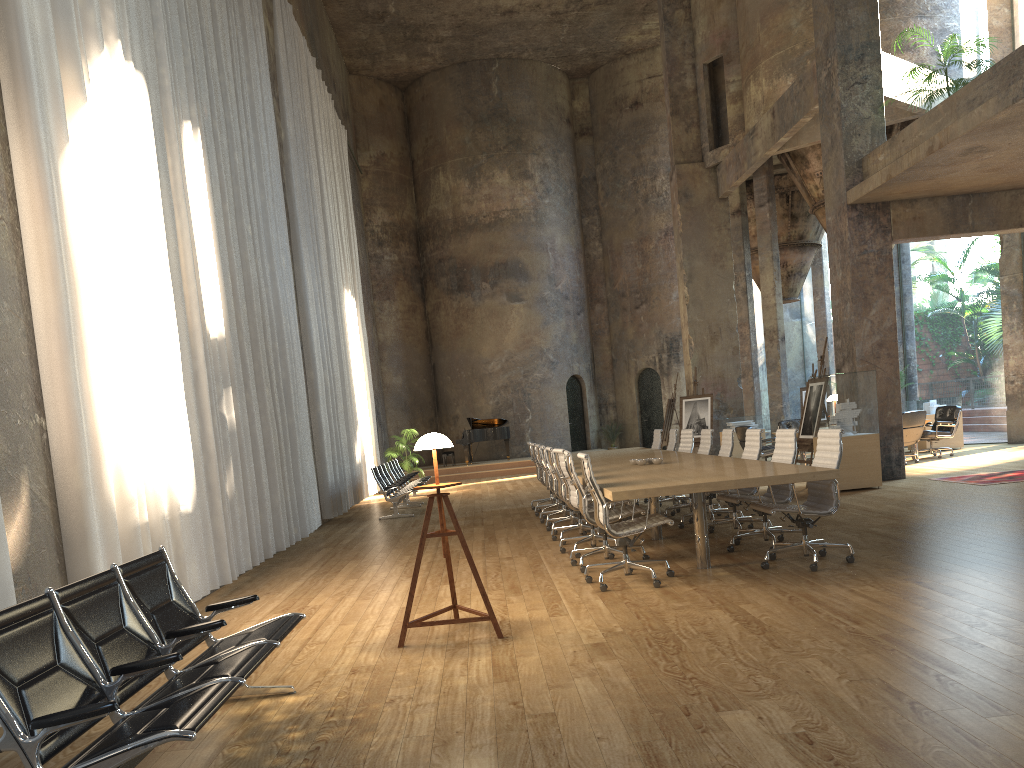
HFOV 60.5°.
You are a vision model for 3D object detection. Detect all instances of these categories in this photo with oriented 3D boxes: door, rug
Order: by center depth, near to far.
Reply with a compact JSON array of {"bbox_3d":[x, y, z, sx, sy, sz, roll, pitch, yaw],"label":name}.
[{"bbox_3d":[6.945,1.154,11.434,2.461,0.009,1.340,-5,-3,-2],"label":"rug"},{"bbox_3d":[1.876,0.878,26.407,0.893,2.316,0.091,-9,6,-44],"label":"door"},{"bbox_3d":[4.244,0.819,26.484,0.905,2.654,0.109,-2,6,40],"label":"door"}]

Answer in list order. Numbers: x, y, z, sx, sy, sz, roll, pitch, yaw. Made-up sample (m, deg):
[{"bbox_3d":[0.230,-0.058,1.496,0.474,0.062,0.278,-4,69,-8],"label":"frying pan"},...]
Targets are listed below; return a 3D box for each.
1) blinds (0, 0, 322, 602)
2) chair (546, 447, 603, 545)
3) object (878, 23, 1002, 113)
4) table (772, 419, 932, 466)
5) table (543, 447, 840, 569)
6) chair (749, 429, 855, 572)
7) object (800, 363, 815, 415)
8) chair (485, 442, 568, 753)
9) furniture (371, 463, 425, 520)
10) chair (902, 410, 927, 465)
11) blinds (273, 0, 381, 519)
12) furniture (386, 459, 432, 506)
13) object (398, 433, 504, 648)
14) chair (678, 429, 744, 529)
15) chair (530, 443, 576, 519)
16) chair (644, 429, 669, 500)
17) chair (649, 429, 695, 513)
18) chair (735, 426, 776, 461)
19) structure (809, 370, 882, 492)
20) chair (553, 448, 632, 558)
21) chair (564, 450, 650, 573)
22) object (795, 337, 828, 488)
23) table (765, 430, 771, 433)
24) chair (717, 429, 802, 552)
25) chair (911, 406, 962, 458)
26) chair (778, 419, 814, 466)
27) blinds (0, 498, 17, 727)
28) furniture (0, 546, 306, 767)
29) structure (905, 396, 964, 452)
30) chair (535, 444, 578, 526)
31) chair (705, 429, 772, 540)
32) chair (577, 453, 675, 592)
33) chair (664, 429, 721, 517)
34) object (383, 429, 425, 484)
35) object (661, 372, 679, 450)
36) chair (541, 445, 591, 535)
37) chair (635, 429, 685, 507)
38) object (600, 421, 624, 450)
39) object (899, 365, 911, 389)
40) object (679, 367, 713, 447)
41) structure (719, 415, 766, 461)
[{"bbox_3d":[-3.111,-2.401,9.003,0.275,8.713,7.782,-6,2,-2],"label":"blinds"},{"bbox_3d":[0.720,1.152,9.370,0.699,1.034,0.660,-5,3,3],"label":"chair"},{"bbox_3d":[5.648,-3.693,11.435,1.403,1.824,1.346,-5,2,4],"label":"object"},{"bbox_3d":[6.005,1.098,15.599,2.408,0.706,1.099,-5,0,-2],"label":"table"},{"bbox_3d":[1.371,1.248,9.958,1.600,0.763,7.681,-5,-3,-2],"label":"table"},{"bbox_3d":[2.217,0.882,6.756,0.699,1.034,0.660,-5,3,4],"label":"chair"},{"bbox_3d":[7.551,0.549,21.878,0.704,2.165,0.676,-3,5,27],"label":"object"},{"bbox_3d":[3.405,1.073,13.028,12.943,1.039,31.369,-5,-3,-2],"label":"chair"},{"bbox_3d":[-1.884,1.759,14.860,0.708,0.847,1.863,-6,-1,-2],"label":"furniture"},{"bbox_3d":[6.530,0.919,14.919,0.724,0.900,0.822,-7,2,-28],"label":"chair"},{"bbox_3d":[-3.446,-1.957,17.615,0.275,8.713,7.782,-6,2,-2],"label":"blinds"},{"bbox_3d":[-1.976,1.882,17.239,0.708,0.847,1.863,-6,-1,-2],"label":"furniture"},{"bbox_3d":[-0.352,0.941,5.454,0.573,1.308,0.650,-3,4,31],"label":"object"},{"bbox_3d":[2.108,1.024,9.511,0.700,1.034,0.660,-5,3,6],"label":"chair"},{"bbox_3d":[0.614,1.291,12.058,0.699,1.034,0.660,-5,3,1],"label":"chair"},{"bbox_3d":[1.935,1.209,13.030,0.699,1.034,0.660,-5,3,3],"label":"chair"},{"bbox_3d":[2.046,1.116,11.318,0.698,1.034,0.661,-6,3,-3],"label":"chair"},{"bbox_3d":[4.450,1.152,15.556,0.819,0.900,0.726,-6,2,-6],"label":"chair"},{"bbox_3d":[4.469,0.641,11.801,0.594,1.560,0.737,-6,4,-2],"label":"structure"},{"bbox_3d":[0.768,1.103,8.441,0.698,1.034,0.661,-6,3,-3],"label":"chair"},{"bbox_3d":[0.801,1.059,7.588,0.700,1.034,0.660,-5,3,6],"label":"chair"},{"bbox_3d":[4.388,0.416,12.666,0.684,2.165,0.695,-6,4,-3],"label":"object"},{"bbox_3d":[5.595,1.511,21.796,1.870,0.551,0.937,-5,-1,-2],"label":"table"},{"bbox_3d":[2.183,0.930,7.701,0.699,1.034,0.660,-5,3,1],"label":"chair"},{"bbox_3d":[7.478,0.861,15.633,0.819,0.900,0.726,-6,2,-8],"label":"chair"},{"bbox_3d":[5.366,1.100,16.332,0.730,0.900,0.815,-5,1,5],"label":"chair"},{"bbox_3d":[-2.774,-2.847,0.365,0.275,8.713,7.785,-6,2,-4],"label":"blinds"},{"bbox_3d":[-1.393,1.177,3.679,0.708,0.847,1.863,-6,-1,-2],"label":"furniture"},{"bbox_3d":[8.301,0.798,17.283,0.735,1.023,0.739,-6,2,-2],"label":"structure"},{"bbox_3d":[0.651,1.244,11.143,0.699,1.034,0.660,-5,3,3],"label":"chair"},{"bbox_3d":[2.145,0.978,8.615,0.699,1.034,0.660,-5,3,3],"label":"chair"},{"bbox_3d":[0.864,1.012,6.728,0.699,1.034,0.660,-5,3,3],"label":"chair"},{"bbox_3d":[2.076,1.069,10.388,0.699,1.034,0.660,-5,3,3],"label":"chair"},{"bbox_3d":[-2.498,1.793,20.716,1.089,1.469,1.124,-6,2,-11],"label":"object"},{"bbox_3d":[3.552,0.829,19.589,0.687,2.165,0.692,-4,5,24],"label":"object"},{"bbox_3d":[0.689,1.197,10.248,0.700,1.034,0.660,-5,3,6],"label":"chair"},{"bbox_3d":[2.004,1.161,12.170,0.700,1.034,0.660,-5,3,6],"label":"chair"},{"bbox_3d":[3.110,1.615,26.928,0.914,0.999,0.900,-5,2,9],"label":"object"},{"bbox_3d":[7.874,-0.046,18.279,0.859,0.948,0.683,-6,2,1],"label":"object"},{"bbox_3d":[3.730,0.721,17.710,0.704,2.165,0.676,-3,5,30],"label":"object"},{"bbox_3d":[4.851,1.191,18.487,0.743,1.023,0.730,-6,2,-2],"label":"structure"}]
